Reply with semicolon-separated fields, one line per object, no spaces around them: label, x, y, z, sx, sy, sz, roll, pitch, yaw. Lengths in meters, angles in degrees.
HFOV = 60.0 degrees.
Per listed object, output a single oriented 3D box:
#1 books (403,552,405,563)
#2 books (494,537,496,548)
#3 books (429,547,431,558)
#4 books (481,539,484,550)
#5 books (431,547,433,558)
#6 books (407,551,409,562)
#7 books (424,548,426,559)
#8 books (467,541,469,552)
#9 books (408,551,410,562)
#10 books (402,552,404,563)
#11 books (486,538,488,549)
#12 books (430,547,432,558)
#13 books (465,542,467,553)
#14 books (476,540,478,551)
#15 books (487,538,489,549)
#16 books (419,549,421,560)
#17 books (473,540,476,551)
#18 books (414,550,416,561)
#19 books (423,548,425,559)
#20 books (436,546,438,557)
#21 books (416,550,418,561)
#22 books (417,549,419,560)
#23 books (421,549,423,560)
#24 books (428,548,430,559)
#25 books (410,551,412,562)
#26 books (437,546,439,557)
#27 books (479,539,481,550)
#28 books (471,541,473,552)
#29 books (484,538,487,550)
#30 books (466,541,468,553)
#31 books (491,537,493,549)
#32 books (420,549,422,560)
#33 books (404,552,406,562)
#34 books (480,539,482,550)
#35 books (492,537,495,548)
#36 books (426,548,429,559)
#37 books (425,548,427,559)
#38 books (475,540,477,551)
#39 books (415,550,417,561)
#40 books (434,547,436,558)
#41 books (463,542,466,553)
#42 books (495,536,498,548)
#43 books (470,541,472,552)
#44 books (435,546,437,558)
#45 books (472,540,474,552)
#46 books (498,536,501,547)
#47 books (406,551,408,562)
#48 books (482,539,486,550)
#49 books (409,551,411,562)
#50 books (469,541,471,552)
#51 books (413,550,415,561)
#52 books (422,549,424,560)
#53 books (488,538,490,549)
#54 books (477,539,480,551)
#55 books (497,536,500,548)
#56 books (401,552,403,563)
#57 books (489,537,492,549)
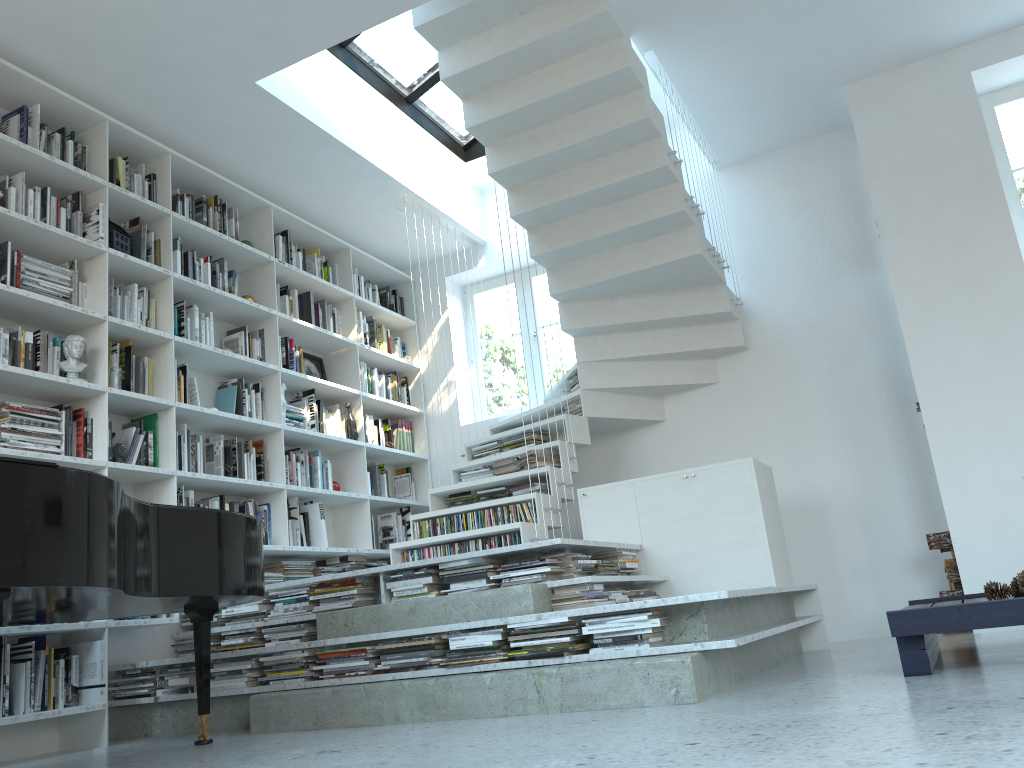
books;-0.583;1.026;5.082;0.008;0.125;0.125;-13;-16;24
books;-0.060;0.898;4.839;0.010;0.125;0.125;-13;-16;24
books;-0.429;0.988;5.010;0.007;0.125;0.125;-13;-16;24
books;-0.130;0.915;4.871;0.010;0.125;0.125;-13;-16;24
books;-0.415;0.985;5.003;0.009;0.125;0.125;-13;-16;24
books;-0.559;1.020;5.071;0.007;0.125;0.125;-13;-16;24
books;-0.455;0.995;5.022;0.007;0.125;0.125;-13;-16;24
books;-0.208;0.934;4.907;0.010;0.125;0.125;-13;-16;24
books;-0.552;1.018;5.067;0.007;0.125;0.125;-13;-16;24
books;-0.589;1.027;5.084;0.008;0.125;0.125;-13;-16;24
books;-0.105;0.909;4.859;0.007;0.125;0.125;-13;-16;24
books;-0.422;0.986;5.007;0.008;0.125;0.125;-13;-16;24
books;-0.223;0.938;4.914;0.008;0.125;0.125;-13;-16;24
books;-0.159;0.922;4.884;0.011;0.125;0.125;-13;-16;24
books;-0.099;0.908;4.857;0.007;0.125;0.125;-13;-16;24
books;-0.490;1.003;5.038;0.008;0.125;0.125;-13;-16;24
books;-0.174;0.926;4.892;0.007;0.125;0.125;-13;-16;24
books;-0.517;1.010;5.051;0.009;0.125;0.125;-13;-16;24
books;-0.462;0.996;5.025;0.007;0.125;0.125;-13;-16;24
books;-0.387;0.978;4.991;0.009;0.125;0.125;-13;-16;24
books;-0.503;1.006;5.044;0.007;0.125;0.125;-13;-16;24
books;-0.496;1.005;5.041;0.008;0.125;0.125;-13;-16;24
books;-0.476;1.000;5.032;0.008;0.125;0.125;-13;-16;24
books;-0.436;0.990;5.013;0.008;0.125;0.125;-13;-16;24
books;-0.540;1.015;5.061;0.008;0.125;0.125;-13;-16;24
books;-0.380;0.976;4.987;0.008;0.125;0.125;-13;-16;24
books;-0.144;0.919;4.878;0.008;0.125;0.125;-13;-16;24
books;-0.187;0.929;4.898;0.008;0.125;0.125;-13;-16;24
books;-0.113;0.911;4.863;0.008;0.125;0.125;-13;-16;24
books;-0.215;0.936;4.911;0.008;0.125;0.125;-13;-16;24
books;-0.078;0.902;4.847;0.008;0.125;0.125;-13;-16;24
books;-0.483;1.001;5.035;0.008;0.125;0.125;-13;-16;24
books;-0.575;1.024;5.078;0.010;0.125;0.125;-13;-16;24
books;-0.137;0.917;4.874;0.008;0.125;0.125;-13;-16;24
books;-0.070;0.900;4.843;0.010;0.125;0.125;-13;-16;24
books;-0.442;0.991;5.016;0.008;0.125;0.125;-13;-16;24
books;-0.449;0.993;5.019;0.007;0.125;0.125;-13;-16;24
books;-0.167;0.924;4.888;0.008;0.125;0.125;-13;-16;24
books;-0.510;1.008;5.048;0.009;0.125;0.125;-13;-16;24
books;-0.401;0.981;4.997;0.007;0.125;0.125;-13;-16;24
books;-0.229;0.939;4.917;0.007;0.125;0.125;-13;-16;24
books;-0.053;0.896;4.835;0.008;0.125;0.125;-13;-16;24
books;-0.194;0.931;4.901;0.008;0.125;0.125;-13;-16;24
books;-0.394;0.980;4.994;0.008;0.125;0.125;-13;-16;24
books;-0.181;0.927;4.895;0.008;0.125;0.125;-13;-16;24
books;-0.034;0.892;4.826;0.010;0.125;0.125;-13;-16;24
books;-0.566;1.022;5.074;0.009;0.125;0.125;-13;-16;24
books;-0.122;0.913;4.868;0.012;0.125;0.125;-13;-16;24
books;-0.546;1.017;5.064;0.008;0.125;0.125;-13;-16;24
books;-0.202;0.933;4.905;0.010;0.125;0.125;-13;-16;24
books;-0.524;1.011;5.054;0.007;0.125;0.125;-13;-16;24
books;-0.468;0.998;5.028;0.008;0.125;0.125;-13;-16;24
books;-0.092;0.906;4.853;0.007;0.125;0.125;-13;-16;24
books;-0.152;0.921;4.881;0.011;0.125;0.125;-13;-16;24
books;-0.044;0.894;4.831;0.012;0.125;0.125;-13;-16;24
books;-0.596;1.029;5.088;0.007;0.125;0.125;-13;-16;24
books;-0.085;0.904;4.850;0.008;0.125;0.125;-13;-16;24
